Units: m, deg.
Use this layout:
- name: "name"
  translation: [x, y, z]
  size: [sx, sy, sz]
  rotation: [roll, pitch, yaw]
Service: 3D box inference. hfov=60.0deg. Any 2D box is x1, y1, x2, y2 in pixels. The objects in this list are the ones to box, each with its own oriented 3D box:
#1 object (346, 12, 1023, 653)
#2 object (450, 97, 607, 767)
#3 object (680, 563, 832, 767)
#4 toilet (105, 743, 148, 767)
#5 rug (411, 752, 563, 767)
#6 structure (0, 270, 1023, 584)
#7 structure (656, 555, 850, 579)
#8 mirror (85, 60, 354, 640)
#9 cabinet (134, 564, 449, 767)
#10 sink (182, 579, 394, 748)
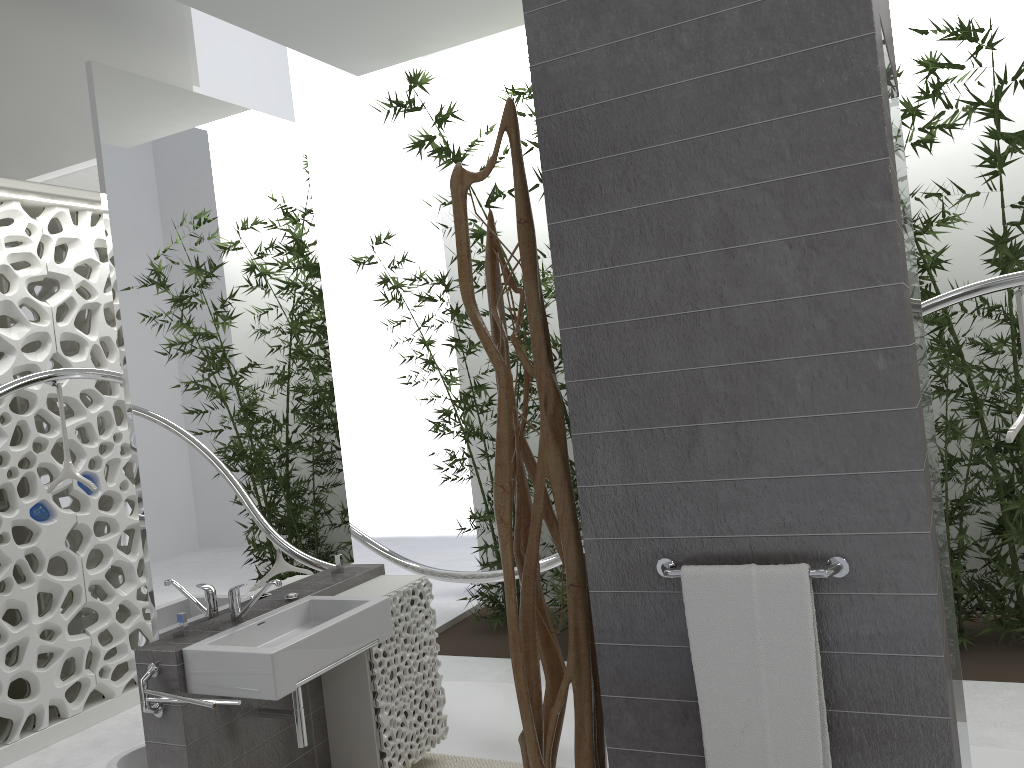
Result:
- name: "object"
  translation: [1.320, -0.384, 5.158]
  size: [4.097, 4.038, 4.664]
  rotation: [-7, 1, -14]
- name: "object"
  translation: [0.061, 0.405, 2.482]
  size: [0.400, 2.389, 0.400]
  rotation: [-6, 1, 27]
- name: "object"
  translation: [0.559, 0.733, 2.006]
  size: [0.283, 0.656, 0.042]
  rotation: [-6, 1, 27]
- name: "toilet"
  translation: [-1.301, 1.603, 3.450]
  size: [0.561, 0.300, 0.354]
  rotation: [-6, 1, 27]
- name: "rug"
  translation: [-0.351, 1.640, 3.263]
  size: [0.775, 0.016, 1.153]
  rotation: [-6, 1, 27]
- name: "structure"
  translation: [-0.494, 0.780, 2.160]
  size: [5.433, 2.080, 5.250]
  rotation: [-6, 1, 22]
- name: "structure"
  translation: [0.534, 0.426, 2.027]
  size: [0.442, 0.047, 0.078]
  rotation: [-6, 1, 27]
- name: "mirror"
  translation: [-1.082, -0.144, 3.508]
  size: [0.030, 1.980, 1.100]
  rotation: [-6, 1, 27]
- name: "cabinet"
  translation: [-0.765, 1.254, 3.445]
  size: [0.461, 0.870, 1.200]
  rotation: [-6, 1, 27]
- name: "sink"
  translation: [-0.801, 0.995, 3.166]
  size: [0.478, 0.598, 0.650]
  rotation: [-6, 1, 27]
